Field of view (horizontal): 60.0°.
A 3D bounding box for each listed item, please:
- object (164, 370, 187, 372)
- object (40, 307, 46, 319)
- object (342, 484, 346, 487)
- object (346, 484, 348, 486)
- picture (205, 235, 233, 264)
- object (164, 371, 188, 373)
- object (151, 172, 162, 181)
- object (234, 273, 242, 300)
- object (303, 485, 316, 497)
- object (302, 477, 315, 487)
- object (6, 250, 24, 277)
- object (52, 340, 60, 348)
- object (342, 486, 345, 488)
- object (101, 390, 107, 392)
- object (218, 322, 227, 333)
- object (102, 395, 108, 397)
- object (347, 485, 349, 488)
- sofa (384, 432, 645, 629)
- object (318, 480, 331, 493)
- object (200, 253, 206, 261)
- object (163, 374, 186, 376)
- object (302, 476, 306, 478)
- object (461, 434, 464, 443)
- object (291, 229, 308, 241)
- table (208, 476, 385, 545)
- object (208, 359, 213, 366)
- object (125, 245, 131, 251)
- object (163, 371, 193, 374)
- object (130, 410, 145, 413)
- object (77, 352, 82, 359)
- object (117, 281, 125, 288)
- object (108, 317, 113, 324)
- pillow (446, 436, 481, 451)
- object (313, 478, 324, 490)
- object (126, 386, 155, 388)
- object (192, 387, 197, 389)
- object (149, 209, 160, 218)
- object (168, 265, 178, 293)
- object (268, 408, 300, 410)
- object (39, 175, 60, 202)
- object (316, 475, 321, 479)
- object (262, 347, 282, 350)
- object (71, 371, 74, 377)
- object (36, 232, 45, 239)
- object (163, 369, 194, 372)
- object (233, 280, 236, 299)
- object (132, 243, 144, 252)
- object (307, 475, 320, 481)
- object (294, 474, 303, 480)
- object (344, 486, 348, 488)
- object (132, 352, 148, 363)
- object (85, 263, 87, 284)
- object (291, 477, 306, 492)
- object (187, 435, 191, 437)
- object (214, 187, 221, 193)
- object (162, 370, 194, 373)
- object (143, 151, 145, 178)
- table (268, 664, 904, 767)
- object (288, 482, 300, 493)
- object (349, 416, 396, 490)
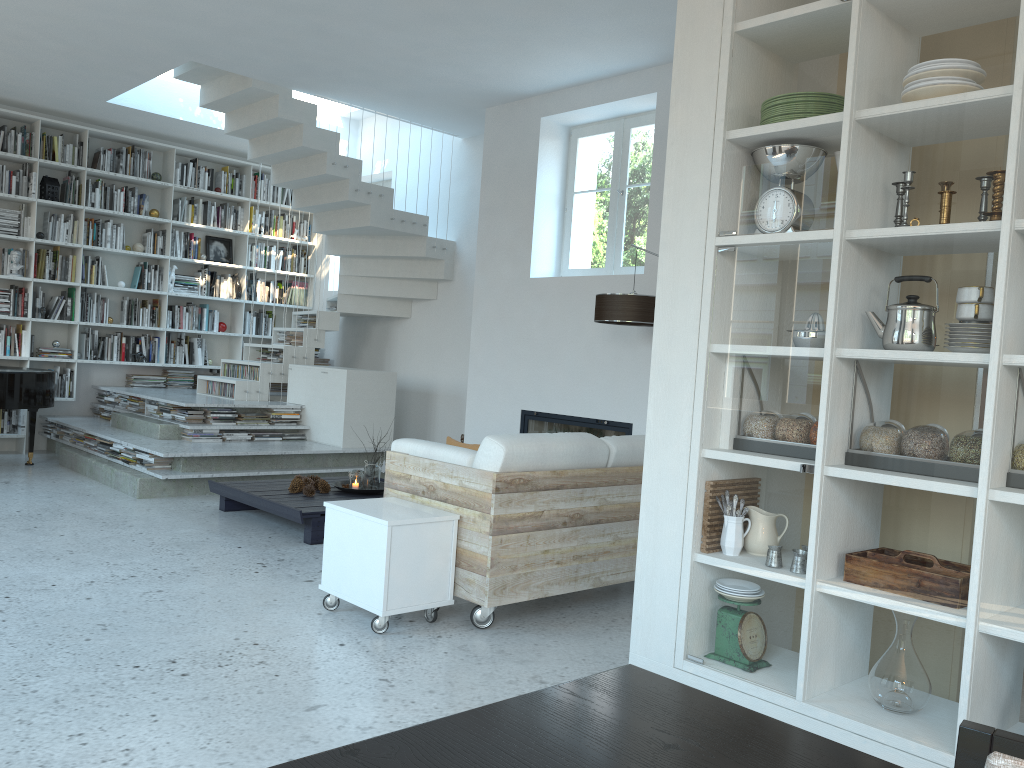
[{"bbox_3d":[-3.550,-0.138,9.425,0.254,0.006,0.160,3,2,-42],"label":"object"},{"bbox_3d":[-4.413,-0.669,8.343,0.054,0.113,0.079,2,3,-44],"label":"object"},{"bbox_3d":[-1.173,0.715,6.190,0.035,0.035,0.030,2,3,-45],"label":"object"},{"bbox_3d":[-1.155,0.715,6.231,0.031,0.035,0.031,2,3,-42],"label":"object"},{"bbox_3d":[-3.197,-1.452,9.687,0.300,0.300,0.077,2,3,-43],"label":"picture"},{"bbox_3d":[-3.552,-0.127,9.427,0.254,0.006,0.160,3,2,-43],"label":"object"},{"bbox_3d":[-3.620,-2.102,9.027,0.104,0.105,0.104,4,2,6],"label":"object"},{"bbox_3d":[-2.983,-1.058,9.653,0.087,0.288,0.075,4,2,-8],"label":"object"},{"bbox_3d":[-1.333,0.706,5.839,0.081,0.083,0.098,2,2,-38],"label":"object"},{"bbox_3d":[-1.400,0.684,6.058,0.094,0.108,0.108,4,2,15],"label":"object"},{"bbox_3d":[-4.579,-1.109,8.178,0.138,0.244,0.137,4,2,12],"label":"object"},{"bbox_3d":[-4.368,-0.383,8.496,0.071,0.072,0.071,4,2,6],"label":"object"},{"bbox_3d":[-1.164,0.721,6.148,0.026,0.027,0.030,4,2,14],"label":"object"},{"bbox_3d":[-4.021,0.067,8.920,0.131,0.025,0.290,3,2,-41],"label":"object"},{"bbox_3d":[-3.173,-0.619,9.679,0.115,0.116,0.115,5,2,25],"label":"object"},{"bbox_3d":[-4.028,0.119,8.919,0.135,0.011,0.221,3,2,-39],"label":"object"},{"bbox_3d":[-1.132,0.715,6.144,0.038,0.043,0.039,4,2,18],"label":"object"},{"bbox_3d":[0.422,0.652,4.792,2.195,0.854,0.870,2,2,-43],"label":"sofa"},{"bbox_3d":[-1.277,0.701,6.033,0.083,0.100,0.092,2,2,-38],"label":"object"},{"bbox_3d":[-3.313,-1.350,9.471,0.091,0.092,0.091,4,2,6],"label":"object"},{"bbox_3d":[-3.557,-0.095,9.427,0.254,0.006,0.160,3,2,-43],"label":"object"},{"bbox_3d":[-1.461,0.690,6.251,0.078,0.084,0.098,2,2,-43],"label":"object"},{"bbox_3d":[-0.247,0.485,7.394,0.442,0.094,0.096,5,2,44],"label":"object"},{"bbox_3d":[-2.432,-1.697,10.118,0.203,0.137,0.095,3,2,-27],"label":"object"},{"bbox_3d":[-1.220,0.832,6.109,1.270,0.218,1.257,3,2,-43],"label":"table"},{"bbox_3d":[-3.292,-0.237,9.639,0.071,0.072,0.071,4,2,6],"label":"object"},{"bbox_3d":[-3.881,-1.364,8.947,0.068,0.068,0.068,5,2,25],"label":"object"},{"bbox_3d":[-3.553,-0.122,9.428,0.254,0.006,0.160,3,2,-43],"label":"object"},{"bbox_3d":[-3.438,0.253,8.273,0.266,0.010,0.145,5,2,43],"label":"object"},{"bbox_3d":[-4.264,-0.280,8.711,0.071,0.072,0.071,4,2,6],"label":"object"},{"bbox_3d":[-3.926,-0.999,8.912,0.071,0.072,0.071,4,2,6],"label":"object"},{"bbox_3d":[-4.038,-0.636,8.892,0.071,0.072,0.071,4,2,6],"label":"object"},{"bbox_3d":[-0.175,0.429,4.228,0.462,0.339,0.200,5,2,41],"label":"pillow"},{"bbox_3d":[-1.336,0.695,6.124,0.106,0.086,0.091,3,2,-29],"label":"object"},{"bbox_3d":[-3.802,0.032,9.195,0.193,0.007,0.346,5,2,42],"label":"object"},{"bbox_3d":[-3.294,0.053,9.688,0.328,0.008,0.207,3,2,-43],"label":"object"},{"bbox_3d":[-3.649,-1.734,9.045,0.100,0.102,0.100,5,2,25],"label":"object"},{"bbox_3d":[-3.505,-1.081,9.140,0.087,0.288,0.075,4,2,-8],"label":"object"},{"bbox_3d":[-2.080,0.206,7.996,0.284,0.030,0.177,3,2,-43],"label":"object"},{"bbox_3d":[-4.371,-1.841,8.385,0.135,0.248,0.135,5,3,37],"label":"object"},{"bbox_3d":[-1.367,0.689,6.237,0.078,0.101,0.086,5,2,21],"label":"object"},{"bbox_3d":[-2.453,-0.360,9.048,0.161,0.025,0.174,3,2,-39],"label":"object"},{"bbox_3d":[-4.293,0.000,8.631,0.011,0.260,0.141,2,3,-43],"label":"object"},{"bbox_3d":[-4.433,-1.392,8.333,0.071,0.072,0.071,4,2,6],"label":"object"},{"bbox_3d":[-3.543,-0.143,9.418,0.285,0.005,0.159,3,2,-38],"label":"object"},{"bbox_3d":[-3.078,-1.032,9.756,0.022,0.212,0.178,2,3,-43],"label":"object"},{"bbox_3d":[-3.811,-1.383,9.041,0.111,0.113,0.111,5,2,25],"label":"object"},{"bbox_3d":[-1.381,0.682,6.175,0.099,0.102,0.097,4,2,17],"label":"object"},{"bbox_3d":[-1.466,0.671,6.096,0.090,0.106,0.097,3,2,-22],"label":"object"},{"bbox_3d":[-1.142,0.719,6.114,0.035,0.035,0.030,3,2,-20],"label":"object"},{"bbox_3d":[-3.763,-0.272,8.976,0.064,0.114,0.160,5,2,34],"label":"object"},{"bbox_3d":[-4.210,-1.080,8.711,0.013,0.208,0.140,2,3,-43],"label":"object"},{"bbox_3d":[-1.457,0.687,6.014,0.114,0.101,0.110,5,2,29],"label":"object"},{"bbox_3d":[-2.597,0.431,7.393,0.204,0.004,0.139,3,2,-40],"label":"object"},{"bbox_3d":[-3.142,-2.064,9.474,0.071,0.072,0.071,4,2,6],"label":"object"},{"bbox_3d":[-3.552,-0.132,9.428,0.285,0.005,0.159,3,2,-43],"label":"object"},{"bbox_3d":[-3.764,-2.209,9.017,0.006,0.298,0.129,2,3,-43],"label":"object"},{"bbox_3d":[0.504,0.841,0.176,1.086,0.736,2.197,2,2,-43],"label":"table"},{"bbox_3d":[-1.459,0.697,5.938,0.082,0.085,0.082,3,2,-28],"label":"object"},{"bbox_3d":[-0.960,0.485,6.114,0.309,0.522,0.435,3,2,-13],"label":"object"}]
